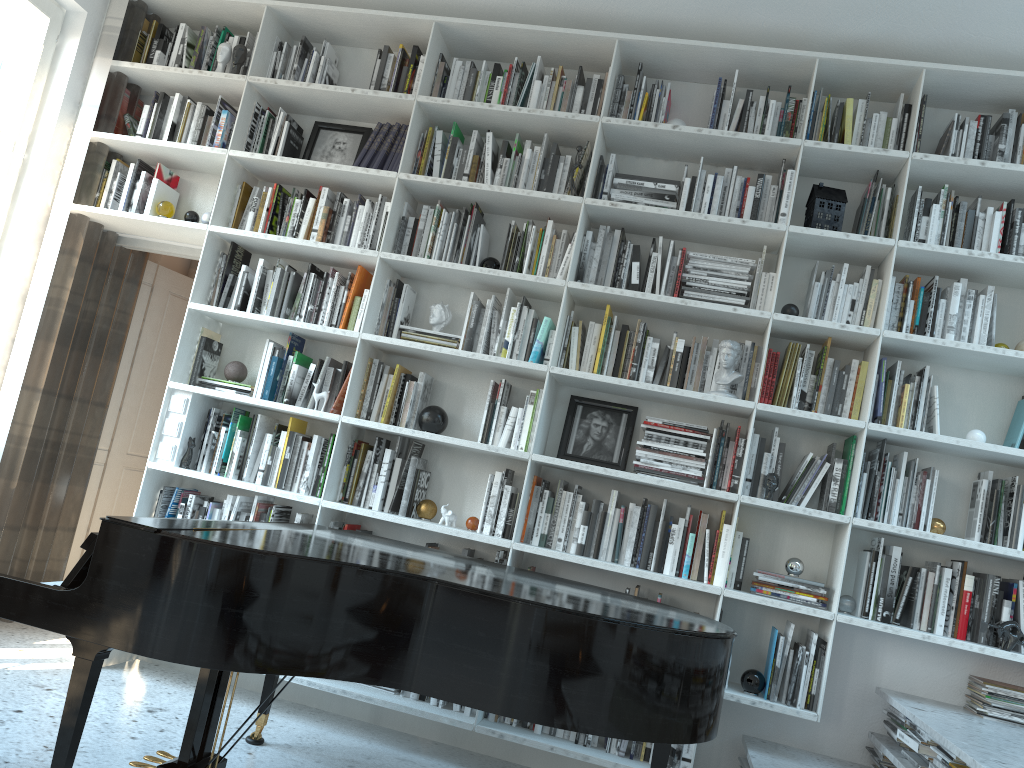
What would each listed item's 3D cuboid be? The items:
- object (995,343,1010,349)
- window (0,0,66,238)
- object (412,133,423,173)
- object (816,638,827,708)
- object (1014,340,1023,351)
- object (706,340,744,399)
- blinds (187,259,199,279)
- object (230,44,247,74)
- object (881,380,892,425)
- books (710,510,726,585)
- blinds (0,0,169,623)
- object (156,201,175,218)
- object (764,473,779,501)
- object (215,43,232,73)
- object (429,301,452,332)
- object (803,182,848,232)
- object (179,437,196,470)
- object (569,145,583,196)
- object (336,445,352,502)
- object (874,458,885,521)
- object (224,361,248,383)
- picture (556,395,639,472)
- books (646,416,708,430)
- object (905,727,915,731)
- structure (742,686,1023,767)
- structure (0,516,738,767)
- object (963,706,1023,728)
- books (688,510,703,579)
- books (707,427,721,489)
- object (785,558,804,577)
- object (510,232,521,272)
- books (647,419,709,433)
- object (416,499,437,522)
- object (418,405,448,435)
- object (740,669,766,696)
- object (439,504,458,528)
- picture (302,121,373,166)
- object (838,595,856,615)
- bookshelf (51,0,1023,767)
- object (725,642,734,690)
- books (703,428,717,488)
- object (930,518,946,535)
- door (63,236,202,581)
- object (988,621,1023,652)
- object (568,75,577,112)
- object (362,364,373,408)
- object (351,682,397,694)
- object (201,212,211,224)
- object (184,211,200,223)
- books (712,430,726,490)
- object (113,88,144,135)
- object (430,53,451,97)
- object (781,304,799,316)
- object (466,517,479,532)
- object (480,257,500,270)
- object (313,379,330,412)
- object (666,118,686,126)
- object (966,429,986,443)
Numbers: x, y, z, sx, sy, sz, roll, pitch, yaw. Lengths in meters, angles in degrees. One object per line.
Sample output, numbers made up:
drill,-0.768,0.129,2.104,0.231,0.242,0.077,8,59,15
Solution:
object,1.939,-0.129,3.521,0.068,0.068,0.068,13,-7,-10
window,-2.500,-0.981,3.167,0.073,2.006,1.987,11,-7,12
object,-0.423,-1.019,4.145,0.012,0.253,0.161,11,-7,12
object,1.180,1.115,3.408,0.011,0.260,0.142,11,-7,12
object,2.058,-0.126,3.522,0.112,0.113,0.111,13,-7,-10
object,0.872,-0.055,3.599,0.137,0.243,0.138,15,-8,-22
blinds,-1.923,-0.223,5.641,0.140,3.226,0.777,11,-7,12
object,-1.315,-1.531,4.242,0.068,0.197,0.067,17,-8,-35
object,1.503,0.096,3.597,0.013,0.208,0.140,11,-7,12
books,0.841,0.668,3.635,0.011,0.300,0.149,11,-7,12
blinds,-2.136,-0.422,4.497,0.140,3.226,0.777,11,-7,12
object,-1.672,-0.840,4.280,0.087,0.087,0.086,16,-8,-29
object,1.014,0.403,3.473,0.054,0.113,0.079,11,-7,11
object,-1.392,-1.546,4.259,0.068,0.197,0.067,17,-8,-35
object,-0.328,-0.298,4.006,0.095,0.156,0.121,9,-8,26
object,1.302,-0.712,3.690,0.135,0.248,0.136,12,-7,2
object,-1.450,0.309,3.974,0.045,0.146,0.045,18,-9,-39
object,0.280,-0.910,3.845,0.075,0.254,0.075,13,-7,-9
object,-0.725,0.405,3.971,0.012,0.253,0.161,11,-7,12
object,1.463,0.432,3.568,0.007,0.265,0.135,11,-7,12
object,-1.285,-0.054,4.125,0.105,0.106,0.105,13,-7,-10
picture,0.371,0.217,3.844,0.300,0.299,0.077,10,-7,12
books,0.697,0.174,3.733,0.254,0.012,0.161,10,-8,16
object,1.540,1.292,3.335,0.135,0.011,0.222,10,-8,16
structure,1.929,1.417,1.836,2.898,0.658,3.119,10,-8,12
structure,-0.358,0.946,2.655,1.917,0.831,1.337,10,-7,12
object,1.907,1.271,3.325,0.345,0.007,0.194,11,-8,7
books,0.754,0.662,3.661,0.010,0.283,0.132,11,-7,12
books,0.833,0.316,3.680,0.011,0.260,0.184,11,-7,12
object,1.105,0.715,3.467,0.071,0.072,0.071,16,-8,-29
object,0.022,-0.554,3.993,0.010,0.225,0.142,11,-7,12
books,0.695,0.186,3.734,0.254,0.012,0.161,11,-8,9
object,-0.371,0.549,3.866,0.091,0.092,0.091,13,-7,-10
object,-0.347,0.162,3.914,0.134,0.135,0.133,16,-8,-29
object,0.928,1.147,3.415,0.094,0.094,0.093,16,-8,-29
object,-0.268,0.559,3.777,0.060,0.095,0.078,8,-8,29
picture,-0.856,-1.123,4.290,0.300,0.299,0.077,10,-7,12
object,1.314,0.866,3.485,0.071,0.072,0.071,16,-8,-29
bookshelf,0.767,0.149,3.663,6.294,3.138,0.331,10,-7,12
object,0.827,1.059,3.425,0.053,0.224,0.046,9,-7,24
books,0.822,0.318,3.685,0.012,0.253,0.161,11,-7,12
object,1.660,0.562,3.474,0.071,0.072,0.071,16,-8,-29
door,-1.862,0.319,4.763,0.833,1.978,0.788,11,-7,12
object,1.818,0.919,3.229,0.160,0.114,0.065,12,-7,0
object,0.281,-1.257,4.049,0.010,0.246,0.157,11,-7,12
object,-0.635,0.046,4.024,0.012,0.270,0.130,11,-7,12
object,-0.592,1.282,3.797,0.254,0.007,0.161,10,-8,15
object,-1.455,-0.789,4.260,0.071,0.072,0.071,13,-7,-10
object,-1.553,-0.804,4.302,0.071,0.072,0.071,13,-7,-10
books,0.857,0.324,3.686,0.013,0.256,0.163,11,-7,12
object,-1.938,-1.319,4.461,0.035,0.295,0.176,11,-7,12
object,-0.344,-1.390,4.191,0.012,0.284,0.160,11,-7,12
object,1.136,-0.293,3.624,0.071,0.072,0.071,16,-8,-29
object,-0.166,0.596,3.776,0.061,0.062,0.061,16,-8,-29
object,-0.097,-0.517,3.957,0.097,0.098,0.097,16,-8,-29
object,-0.843,0.051,3.882,0.081,0.140,0.044,12,-7,-4
object,0.717,-1.112,3.897,0.105,0.106,0.105,13,-7,-10
object,1.813,0.213,3.466,0.071,0.072,0.071,16,-8,-29
